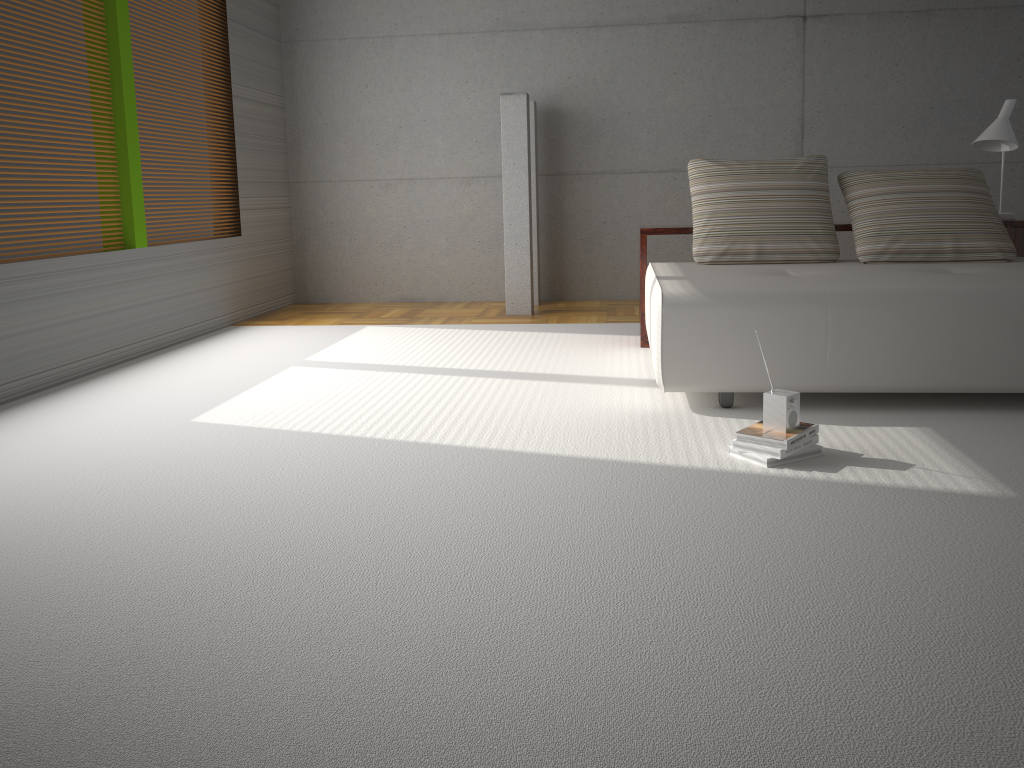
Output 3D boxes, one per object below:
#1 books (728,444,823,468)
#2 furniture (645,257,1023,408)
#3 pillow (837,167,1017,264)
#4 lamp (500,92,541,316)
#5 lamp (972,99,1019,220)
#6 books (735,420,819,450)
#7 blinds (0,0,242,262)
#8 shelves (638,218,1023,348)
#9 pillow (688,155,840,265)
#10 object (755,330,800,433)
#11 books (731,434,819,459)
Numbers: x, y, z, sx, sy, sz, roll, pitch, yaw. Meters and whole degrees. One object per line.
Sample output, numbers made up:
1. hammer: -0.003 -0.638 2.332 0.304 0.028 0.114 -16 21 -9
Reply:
1. books: 0.930 0.234 3.121 0.265 0.031 0.191 -8 14 -28
2. furniture: 1.774 -0.303 4.372 2.168 0.516 1.634 0 12 7
3. pillow: 2.267 -0.932 4.881 0.807 0.511 0.585 0 10 8
4. lamp: 0.080 -1.443 7.134 0.200 1.673 0.807 0 9 7
5. lamp: 2.848 -1.309 5.151 0.323 0.692 0.247 -3 8 -11
6. books: 0.935 0.171 3.113 0.190 0.031 0.267 9 16 40
7. blinds: -2.397 -1.725 5.303 0.012 2.021 3.578 -1 11 7
8. shelves: 1.906 -0.611 5.335 2.250 0.708 0.405 0 9 7
9. pillow: 1.423 -0.993 5.031 0.801 0.603 0.496 0 10 7
10. object: 0.905 -0.014 3.048 0.187 0.362 0.090 -9 11 -42
11. books: 0.929 0.203 3.117 0.266 0.031 0.190 -13 16 -42
